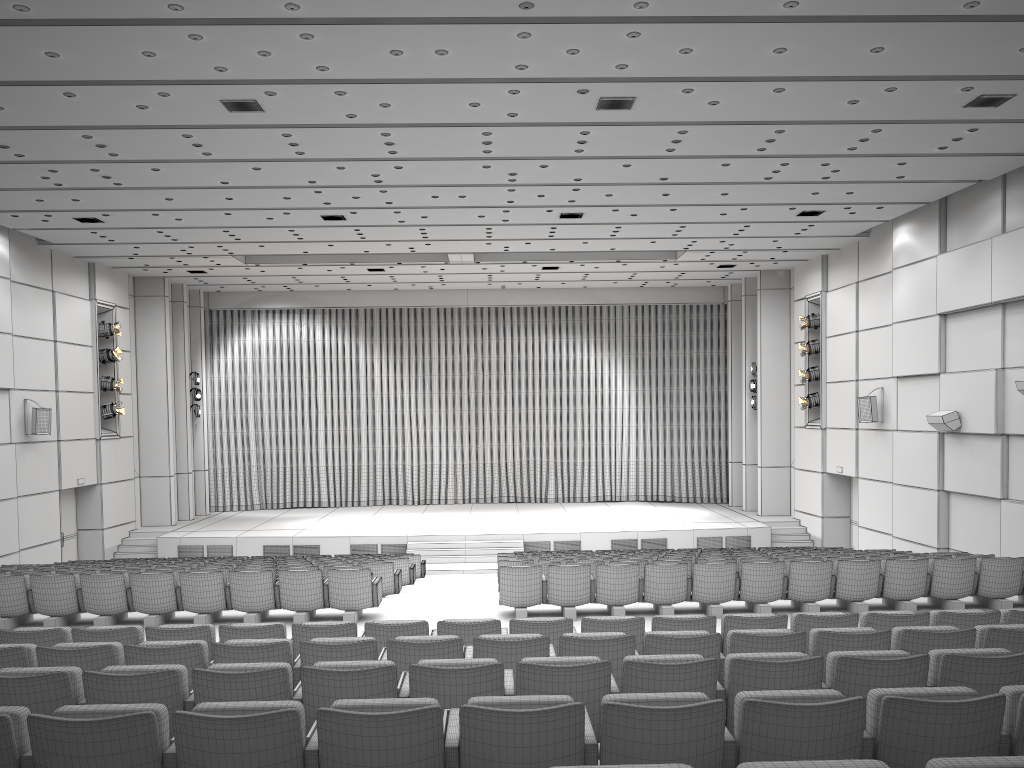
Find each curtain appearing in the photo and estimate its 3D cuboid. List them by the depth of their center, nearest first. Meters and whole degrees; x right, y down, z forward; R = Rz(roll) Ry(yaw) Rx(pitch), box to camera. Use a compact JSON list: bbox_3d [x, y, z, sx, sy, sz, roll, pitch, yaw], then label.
[{"bbox_3d":[-1.255,0.554,27.652,16.130,6.533,1.427,-1,2,-1],"label":"curtain"}]

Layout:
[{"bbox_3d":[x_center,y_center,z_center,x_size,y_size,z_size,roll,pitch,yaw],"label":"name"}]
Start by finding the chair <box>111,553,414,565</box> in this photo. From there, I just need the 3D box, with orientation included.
[{"bbox_3d":[-4.924,3.737,17.826,6.050,0.623,0.611,-1,0,-1],"label":"chair"}]

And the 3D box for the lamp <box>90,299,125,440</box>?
[{"bbox_3d":[-9.850,-0.328,21.446,0.746,3.346,1.018,-1,2,-1],"label":"lamp"}]

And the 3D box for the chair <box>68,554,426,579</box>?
[{"bbox_3d":[-4.955,3.551,16.714,6.600,0.623,0.611,-1,0,-1],"label":"chair"}]

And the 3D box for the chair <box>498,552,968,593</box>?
[{"bbox_3d":[3.104,2.697,12.462,6.600,0.623,0.611,-1,0,-1],"label":"chair"}]

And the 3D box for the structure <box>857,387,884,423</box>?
[{"bbox_3d":[7.572,0.447,18.667,0.410,0.745,0.409,-2,2,-44],"label":"structure"}]

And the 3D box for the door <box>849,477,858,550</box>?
[{"bbox_3d":[8.232,3.216,20.705,0.085,2.182,1.696,-1,1,-1],"label":"door"}]

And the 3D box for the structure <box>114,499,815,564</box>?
[{"bbox_3d":[-1.089,4.140,24.657,17.819,0.847,8.311,-1,-2,-1],"label":"structure"}]

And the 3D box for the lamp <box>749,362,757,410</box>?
[{"bbox_3d":[6.783,0.054,24.393,0.436,1.481,0.384,-1,2,-5],"label":"lamp"}]

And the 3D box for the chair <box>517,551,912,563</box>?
[{"bbox_3d":[3.100,2.883,13.567,6.050,0.623,0.611,-1,0,-1],"label":"chair"}]

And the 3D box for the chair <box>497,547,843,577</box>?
[{"bbox_3d":[3.018,3.443,16.881,6.600,0.623,0.611,-1,0,-1],"label":"chair"}]

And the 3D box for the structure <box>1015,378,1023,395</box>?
[{"bbox_3d":[7.994,0.011,13.371,0.470,0.418,0.519,-1,0,-5],"label":"structure"}]

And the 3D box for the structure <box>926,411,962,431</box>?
[{"bbox_3d":[7.816,0.634,15.917,0.470,0.418,0.519,-1,0,-4],"label":"structure"}]

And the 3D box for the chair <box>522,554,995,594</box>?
[{"bbox_3d":[3.143,2.510,11.357,6.050,0.623,0.611,-1,0,-1],"label":"chair"}]

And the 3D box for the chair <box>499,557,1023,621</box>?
[{"bbox_3d":[3.147,2.324,10.252,6.600,0.623,0.611,-1,0,-1],"label":"chair"}]

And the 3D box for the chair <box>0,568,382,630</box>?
[{"bbox_3d":[-4.826,2.431,10.085,6.600,0.623,0.611,-1,0,-1],"label":"chair"}]

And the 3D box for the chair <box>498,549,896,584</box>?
[{"bbox_3d":[3.061,3.070,14.671,6.600,0.623,0.611,-1,0,-1],"label":"chair"}]

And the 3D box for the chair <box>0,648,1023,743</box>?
[{"bbox_3d":[-1.083,1.753,4.729,13.200,0.623,0.611,-1,0,-1],"label":"chair"}]

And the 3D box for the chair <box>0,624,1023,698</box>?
[{"bbox_3d":[-1.078,1.939,5.834,13.750,0.623,0.611,-1,0,-1],"label":"chair"}]

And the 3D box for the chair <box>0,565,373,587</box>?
[{"bbox_3d":[-4.830,2.617,11.191,6.050,0.623,0.611,-1,0,-1],"label":"chair"}]

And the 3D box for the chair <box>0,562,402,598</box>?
[{"bbox_3d":[-4.869,2.804,12.295,6.600,0.623,0.611,-1,0,-1],"label":"chair"}]

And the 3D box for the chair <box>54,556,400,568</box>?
[{"bbox_3d":[-4.916,3.364,15.610,6.050,0.623,0.611,-1,0,-1],"label":"chair"}]

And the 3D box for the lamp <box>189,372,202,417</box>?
[{"bbox_3d":[-9.099,0.307,25.255,0.436,1.481,0.384,-1,2,3],"label":"lamp"}]

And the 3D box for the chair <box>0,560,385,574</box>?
[{"bbox_3d":[-4.873,2.991,13.400,6.050,0.623,0.611,-1,0,-1],"label":"chair"}]

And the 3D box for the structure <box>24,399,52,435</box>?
[{"bbox_3d":[-9.758,0.678,18.210,0.410,0.745,0.409,-2,2,-44],"label":"structure"}]

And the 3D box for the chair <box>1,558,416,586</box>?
[{"bbox_3d":[-4.912,3.177,14.505,6.600,0.623,0.611,-1,0,-1],"label":"chair"}]

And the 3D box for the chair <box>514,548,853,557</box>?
[{"bbox_3d":[3.057,3.256,15.777,6.050,0.623,0.611,-1,0,-1],"label":"chair"}]

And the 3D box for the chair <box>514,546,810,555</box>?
[{"bbox_3d":[3.049,3.629,17.993,6.050,0.623,0.611,-1,0,-1],"label":"chair"}]

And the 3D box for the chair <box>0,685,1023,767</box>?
[{"bbox_3d":[-1.035,1.566,3.625,13.750,0.623,0.611,-1,0,-1],"label":"chair"}]

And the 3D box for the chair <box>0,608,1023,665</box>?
[{"bbox_3d":[-1.127,2.126,6.938,13.200,0.623,0.611,-1,0,-1],"label":"chair"}]

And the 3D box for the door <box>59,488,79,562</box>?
[{"bbox_3d":[-10.356,3.466,20.316,0.085,2.182,1.696,-1,1,-1],"label":"door"}]

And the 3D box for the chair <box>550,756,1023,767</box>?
[{"bbox_3d":[-1.040,1.379,2.519,13.200,0.623,0.611,-1,0,-1],"label":"chair"}]

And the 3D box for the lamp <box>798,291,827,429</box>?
[{"bbox_3d":[7.473,-0.561,21.829,0.755,3.346,1.020,-1,2,-5],"label":"lamp"}]
